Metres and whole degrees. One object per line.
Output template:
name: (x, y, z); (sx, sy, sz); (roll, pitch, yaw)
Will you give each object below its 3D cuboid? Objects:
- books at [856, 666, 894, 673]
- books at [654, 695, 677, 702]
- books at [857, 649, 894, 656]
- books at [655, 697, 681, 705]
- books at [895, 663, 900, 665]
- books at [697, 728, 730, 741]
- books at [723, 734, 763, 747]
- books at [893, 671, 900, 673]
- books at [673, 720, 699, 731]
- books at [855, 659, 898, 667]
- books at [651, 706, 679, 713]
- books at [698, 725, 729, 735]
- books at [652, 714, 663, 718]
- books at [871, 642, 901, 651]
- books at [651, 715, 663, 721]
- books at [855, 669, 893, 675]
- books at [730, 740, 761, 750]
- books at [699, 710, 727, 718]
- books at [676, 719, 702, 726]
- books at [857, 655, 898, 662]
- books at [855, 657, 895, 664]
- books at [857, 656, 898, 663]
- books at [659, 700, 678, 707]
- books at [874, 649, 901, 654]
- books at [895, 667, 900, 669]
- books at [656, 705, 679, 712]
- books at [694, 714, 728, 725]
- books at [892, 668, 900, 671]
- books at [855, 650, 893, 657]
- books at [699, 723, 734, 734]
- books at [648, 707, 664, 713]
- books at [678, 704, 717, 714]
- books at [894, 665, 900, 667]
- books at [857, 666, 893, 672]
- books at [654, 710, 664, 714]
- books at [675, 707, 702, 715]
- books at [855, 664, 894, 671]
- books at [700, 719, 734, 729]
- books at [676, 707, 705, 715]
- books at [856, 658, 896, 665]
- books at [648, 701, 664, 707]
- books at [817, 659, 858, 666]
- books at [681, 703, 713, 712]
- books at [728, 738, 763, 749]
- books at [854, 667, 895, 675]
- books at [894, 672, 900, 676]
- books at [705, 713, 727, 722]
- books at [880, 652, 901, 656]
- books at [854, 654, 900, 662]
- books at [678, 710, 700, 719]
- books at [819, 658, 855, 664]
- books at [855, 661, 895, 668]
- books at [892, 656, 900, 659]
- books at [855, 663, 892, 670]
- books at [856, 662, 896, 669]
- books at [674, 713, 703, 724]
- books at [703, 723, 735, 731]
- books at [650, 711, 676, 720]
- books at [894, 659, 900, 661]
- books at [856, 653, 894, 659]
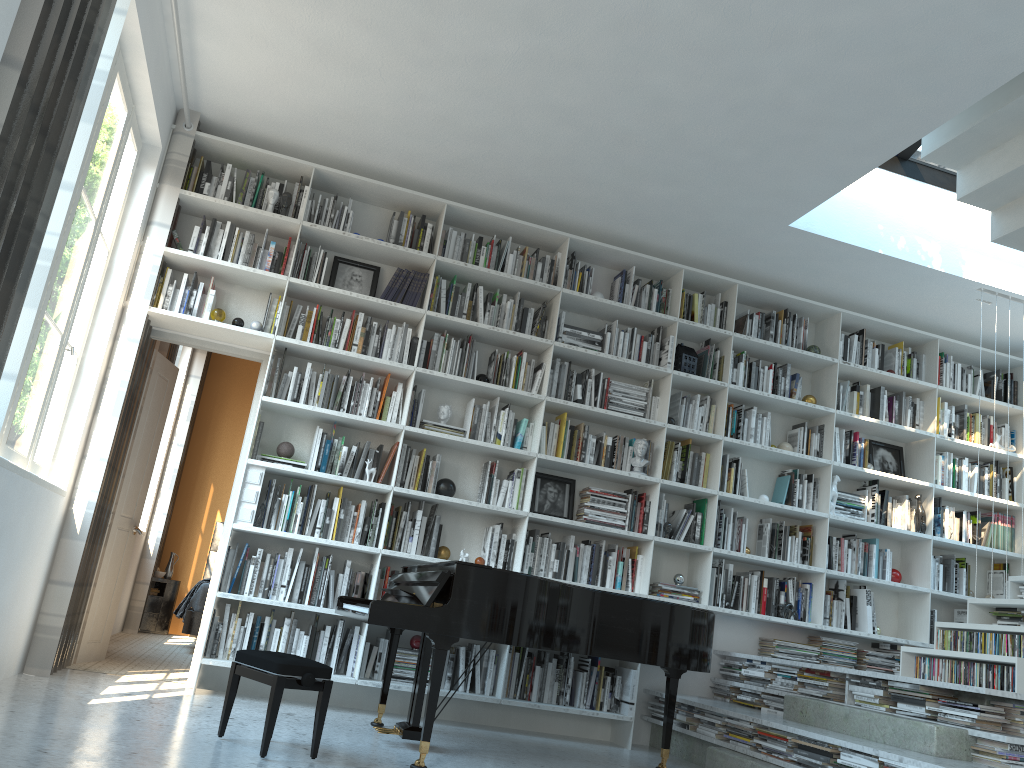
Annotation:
books: (2.508, 1.969, 6.098); (0.328, 0.008, 0.208); (13, -16, -14)
books: (1.005, 1.959, 5.504); (0.157, 0.007, 0.269); (11, -15, -9)
books: (2.527, 1.859, 6.122); (0.368, 0.007, 0.206); (12, -15, -12)
books: (1.010, 1.971, 5.503); (0.158, 0.014, 0.235); (13, -16, -16)
books: (2.661, 1.931, 6.106); (0.165, 0.014, 0.236); (13, -16, -14)
books: (1.153, 1.943, 4.910); (0.177, 0.026, 0.231); (12, -15, -11)
books: (1.252, 1.865, 4.623); (0.159, 0.012, 0.293); (14, -16, -17)
books: (2.644, 1.977, 6.091); (0.168, 0.008, 0.282); (14, -16, -18)
books: (1.067, 2.008, 5.199); (0.189, 0.030, 0.238); (13, -16, -14)
books: (2.516, 1.925, 6.107); (0.328, 0.008, 0.208); (13, -15, -13)
books: (0.990, 2.020, 5.487); (0.188, 0.009, 0.211); (13, -16, -15)
books: (1.163, 1.926, 4.917); (0.172, 0.014, 0.221); (13, -15, -13)
books: (0.991, 2.066, 5.477); (0.155, 0.009, 0.233); (14, -16, -19)
books: (2.657, 1.826, 6.127); (0.204, 0.035, 0.267); (13, -15, -13)
books: (0.990, 2.078, 5.475); (0.172, 0.015, 0.242); (13, -16, -14)
books: (2.509, 1.982, 6.087); (0.328, 0.008, 0.208); (12, -15, -11)
books: (1.252, 1.886, 4.619); (0.157, 0.014, 0.180); (14, -16, -17)
books: (1.178, 1.848, 4.938); (0.159, 0.006, 0.286); (12, -15, -12)
books: (1.081, 1.990, 5.207); (0.147, 0.012, 0.206); (14, -16, -19)
books: (2.520, 1.897, 6.115); (0.368, 0.007, 0.206); (13, -16, -15)
books: (2.520, 1.910, 6.105); (0.328, 0.008, 0.208); (14, -16, -17)
books: (2.520, 1.903, 6.110); (0.328, 0.008, 0.208); (12, -15, -12)
books: (1.021, 1.989, 5.503); (0.133, 0.017, 0.231); (13, -15, -13)
books: (2.667, 1.857, 6.123); (0.159, 0.012, 0.285); (14, -16, -18)
books: (2.660, 1.958, 6.100); (0.149, 0.013, 0.210); (12, -15, -11)
books: (1.014, 2.015, 5.495); (0.136, 0.013, 0.258); (13, -16, -16)
books: (1.164, 1.873, 4.928); (0.180, 0.015, 0.295); (13, -16, -16)
books: (2.645, 1.967, 6.093); (0.183, 0.012, 0.206); (13, -16, -15)
books: (2.528, 1.864, 6.111); (0.368, 0.007, 0.206); (14, -16, -19)
books: (1.177, 1.918, 4.922); (0.149, 0.007, 0.301); (13, -16, -14)
books: (0.986, 2.030, 5.483); (0.177, 0.012, 0.279); (14, -16, -18)
books: (1.104, 1.923, 5.229); (0.135, 0.014, 0.298); (13, -15, -13)
books: (2.656, 1.941, 6.102); (0.158, 0.008, 0.293); (12, -15, -11)
books: (2.510, 1.961, 6.098); (0.328, 0.008, 0.208); (13, -16, -15)
books: (1.007, 2.050, 5.486); (0.122, 0.008, 0.291); (14, -16, -19)
books: (1.088, 1.936, 5.221); (0.160, 0.009, 0.292); (12, -15, -12)
books: (2.513, 1.953, 6.094); (0.368, 0.007, 0.206); (14, -16, -17)
books: (1.164, 1.890, 4.925); (0.171, 0.020, 0.194); (12, -15, -10)
books: (1.098, 1.931, 5.225); (0.126, 0.005, 0.291); (14, -16, -19)
books: (2.519, 1.917, 6.103); (0.368, 0.007, 0.206); (12, -15, -11)
books: (0.986, 1.996, 5.491); (0.191, 0.013, 0.244); (14, -16, -18)
books: (2.163, 1.877, 5.999); (0.285, 0.007, 0.160); (11, -15, -9)
books: (1.102, 1.906, 5.231); (0.137, 0.018, 0.201); (12, -15, -10)
books: (1.262, 1.877, 4.624); (0.140, 0.008, 0.284); (13, -16, -16)
books: (2.508, 1.976, 6.094); (0.368, 0.007, 0.206); (13, -15, -13)
books: (2.652, 1.995, 6.089); (0.160, 0.025, 0.244); (13, -16, -15)
books: (1.189, 1.862, 4.938); (0.130, 0.018, 0.256); (12, -15, -11)
books: (2.665, 1.874, 6.119); (0.165, 0.015, 0.243); (12, -15, -11)
books: (2.525, 1.887, 6.106); (0.328, 0.008, 0.208); (11, -15, -9)
books: (1.096, 1.951, 5.220); (0.143, 0.019, 0.231); (13, -15, -13)
books: (2.164, 1.871, 6.003); (0.254, 0.007, 0.161); (14, -16, -18)
books: (2.514, 1.933, 6.106); (0.368, 0.007, 0.206); (13, -15, -13)
books: (2.657, 1.889, 6.113); (0.173, 0.019, 0.197); (11, -15, -9)
books: (2.513, 1.946, 6.099); (0.328, 0.008, 0.208); (12, -15, -12)
books: (2.515, 1.939, 6.101); (0.328, 0.008, 0.208); (13, -16, -16)
books: (1.065, 1.967, 5.207); (0.191, 0.028, 0.213); (12, -15, -10)
books: (1.177, 1.909, 4.925); (0.147, 0.012, 0.206); (13, -15, -13)
books: (0.984, 2.054, 5.478); (0.179, 0.012, 0.262); (12, -15, -11)
books: (2.662, 1.904, 6.112); (0.169, 0.010, 0.283); (13, -16, -15)
books: (2.523, 1.880, 6.116); (0.328, 0.008, 0.208); (12, -15, -12)
